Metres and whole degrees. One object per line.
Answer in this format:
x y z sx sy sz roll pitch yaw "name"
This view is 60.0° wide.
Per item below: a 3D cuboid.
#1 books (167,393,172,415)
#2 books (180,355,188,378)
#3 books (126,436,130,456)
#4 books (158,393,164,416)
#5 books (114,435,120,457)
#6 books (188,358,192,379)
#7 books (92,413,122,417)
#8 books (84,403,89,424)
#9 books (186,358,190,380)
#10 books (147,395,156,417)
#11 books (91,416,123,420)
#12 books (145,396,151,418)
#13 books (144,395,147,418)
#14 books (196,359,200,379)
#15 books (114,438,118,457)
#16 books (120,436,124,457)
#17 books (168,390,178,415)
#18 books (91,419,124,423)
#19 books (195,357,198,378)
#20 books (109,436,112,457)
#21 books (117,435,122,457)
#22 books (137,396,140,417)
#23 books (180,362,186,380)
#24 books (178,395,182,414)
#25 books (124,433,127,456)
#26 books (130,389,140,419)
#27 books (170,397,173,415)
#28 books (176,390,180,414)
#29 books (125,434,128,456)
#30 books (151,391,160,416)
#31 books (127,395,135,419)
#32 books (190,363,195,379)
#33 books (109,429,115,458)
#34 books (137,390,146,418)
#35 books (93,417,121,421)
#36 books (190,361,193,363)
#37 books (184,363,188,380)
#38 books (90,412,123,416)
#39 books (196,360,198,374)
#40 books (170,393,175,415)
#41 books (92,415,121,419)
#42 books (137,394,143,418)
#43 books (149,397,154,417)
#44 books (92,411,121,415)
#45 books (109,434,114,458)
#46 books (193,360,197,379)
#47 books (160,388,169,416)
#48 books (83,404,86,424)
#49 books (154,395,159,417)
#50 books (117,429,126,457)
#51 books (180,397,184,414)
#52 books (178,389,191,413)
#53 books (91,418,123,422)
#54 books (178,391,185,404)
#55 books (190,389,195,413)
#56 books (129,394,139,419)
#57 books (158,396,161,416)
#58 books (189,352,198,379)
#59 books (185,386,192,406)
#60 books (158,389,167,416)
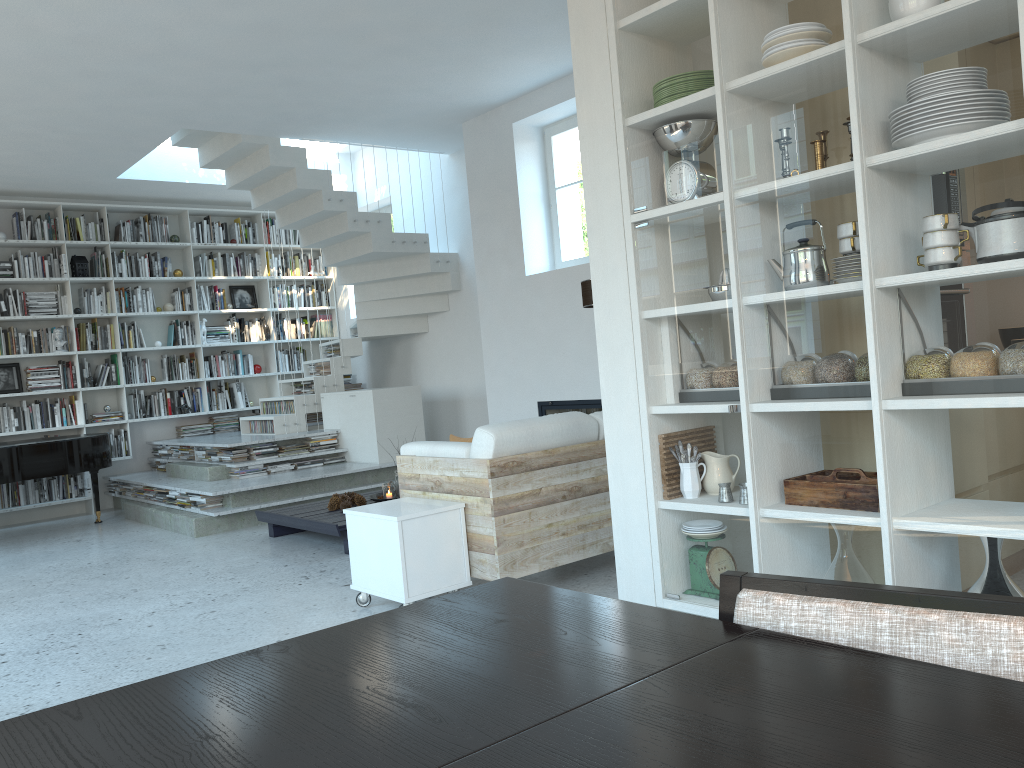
-3.731 0.218 9.577 0.031 0.244 0.184 -7 2 -39 "books"
-3.594 -0.180 9.707 0.006 0.274 0.173 -7 2 -39 "books"
-4.022 0.646 9.232 0.012 0.206 0.160 -7 2 -39 "books"
-3.791 0.221 9.529 0.025 0.252 0.181 -7 2 -39 "books"
-4.076 0.643 9.153 0.026 0.225 0.175 -7 2 -39 "books"
-3.564 -0.163 9.747 0.021 0.232 0.155 -7 2 -39 "books"
-4.179 0.324 9.140 0.254 0.012 0.161 -6 2 -39 "books"
-4.376 0.304 9.073 0.030 0.210 0.136 -7 2 -39 "books"
-3.583 -0.159 9.715 0.018 0.229 0.182 -7 2 -39 "books"
-3.860 0.237 9.494 0.029 0.235 0.142 -7 2 -39 "books"
-4.180 0.348 9.146 0.285 0.012 0.159 -6 2 -36 "books"
-3.898 0.243 9.449 0.065 0.231 0.162 -7 2 -39 "books"
-3.925 0.223 9.419 0.010 0.277 0.174 -7 2 -39 "books"
-3.497 -0.166 9.811 0.009 0.224 0.146 -7 2 -39 "books"
-4.105 0.657 9.160 0.013 0.202 0.139 -7 2 -39 "books"
-4.052 0.647 9.172 0.011 0.212 0.178 -7 2 -39 "books"
-3.678 0.203 9.627 0.026 0.262 0.173 -7 2 -39 "books"
-4.177 0.384 9.148 0.285 0.012 0.159 -6 2 -36 "books"
-3.516 -0.173 9.801 0.019 0.241 0.134 -7 2 -39 "books"
-4.152 0.649 9.122 0.012 0.229 0.129 -7 2 -39 "books"
-4.072 0.642 9.178 0.012 0.226 0.149 -7 2 -39 "books"
-3.984 0.247 9.391 0.015 0.240 0.152 -7 2 -39 "books"
-3.614 -0.138 9.691 0.015 0.195 0.175 -7 2 -39 "books"
-3.643 0.225 9.666 0.022 0.211 0.135 -7 2 -39 "books"
-4.046 0.616 9.215 0.015 0.271 0.157 -7 2 -39 "books"
-3.981 0.209 9.363 0.010 0.316 0.187 -7 2 -39 "books"
-3.719 0.220 9.606 0.025 0.238 0.156 -7 2 -39 "books"
-3.663 0.201 9.649 0.026 0.263 0.169 -7 2 -39 "books"
-4.025 0.633 9.214 0.013 0.233 0.149 -7 2 -39 "books"
-3.823 0.216 9.517 0.014 0.268 0.171 -7 2 -39 "books"
-4.017 0.244 9.357 0.012 0.254 0.161 -7 2 -39 "books"
-3.530 -0.140 9.739 0.016 0.180 0.189 -7 2 -39 "books"
-4.128 0.610 9.146 0.032 0.300 0.149 -7 2 -39 "books"
-3.936 0.215 9.399 0.030 0.294 0.188 -7 2 -39 "books"
-4.180 0.361 9.148 0.254 0.012 0.161 -6 2 -33 "books"
-3.537 -0.152 9.771 0.016 0.205 0.141 -7 2 -39 "books"
-3.598 -0.134 9.698 0.019 0.183 0.190 -7 2 -39 "books"
-4.185 0.312 9.147 0.285 0.012 0.159 -6 2 -35 "books"
-3.509 -0.171 9.813 0.007 0.235 0.131 -7 2 -39 "books"
-3.705 0.216 9.626 0.021 0.243 0.131 -7 2 -39 "books"
-4.183 0.336 9.149 0.254 0.012 0.161 -6 2 -34 "books"
-3.955 0.237 9.384 0.023 0.256 0.178 -7 2 -39 "books"
-3.869 0.247 9.474 0.011 0.217 0.175 -7 2 -39 "books"
-4.182 0.300 9.141 0.254 0.012 0.161 -6 1 -30 "books"
-4.132 0.639 9.117 0.014 0.246 0.176 -7 2 -39 "books"
-3.520 -0.153 9.772 0.013 0.204 0.158 -7 2 -39 "books"
-3.748 0.196 9.561 0.012 0.293 0.175 -7 2 -39 "books"
-4.398 0.298 9.053 0.027 0.229 0.141 -7 2 -39 "books"
-3.837 0.237 9.508 0.024 0.228 0.159 -7 2 -39 "books"
-4.047 0.610 9.187 0.021 0.285 0.172 -7 2 -39 "books"
-3.620 0.238 9.677 0.025 0.181 0.169 -7 2 -39 "books"
-3.578 0.191 9.709 0.070 0.266 0.186 -7 2 -39 "books"
-4.181 0.373 9.151 0.285 0.012 0.159 -6 2 -34 "books"
-3.610 0.203 9.689 0.012 0.249 0.164 -7 2 -39 "books"
-3.539 0.187 9.753 0.021 0.265 0.150 -7 2 -39 "books"
-3.991 0.238 9.353 0.023 0.262 0.186 -7 2 -39 "books"
-3.814 0.238 9.530 0.012 0.221 0.153 -7 2 -39 "books"
-3.511 -0.200 9.771 0.007 0.295 0.162 -7 2 -39 "books"
-3.553 0.174 9.741 0.013 0.294 0.134 -7 2 -39 "books"
-3.771 0.202 9.570 0.012 0.285 0.159 -7 2 -39 "books"
